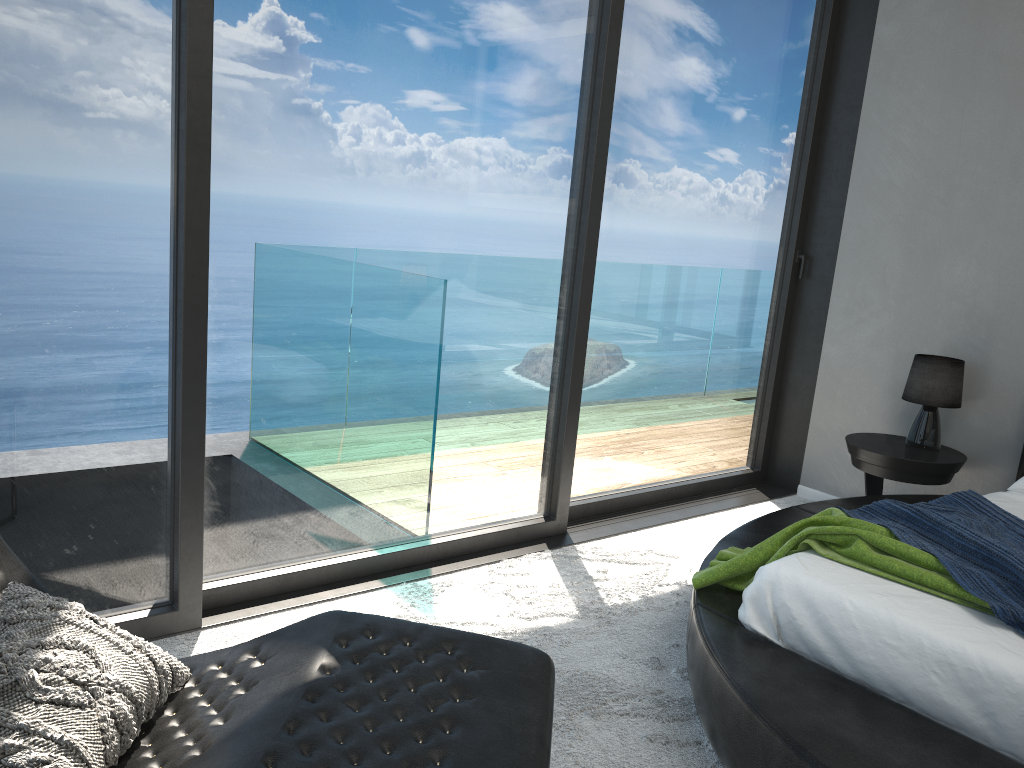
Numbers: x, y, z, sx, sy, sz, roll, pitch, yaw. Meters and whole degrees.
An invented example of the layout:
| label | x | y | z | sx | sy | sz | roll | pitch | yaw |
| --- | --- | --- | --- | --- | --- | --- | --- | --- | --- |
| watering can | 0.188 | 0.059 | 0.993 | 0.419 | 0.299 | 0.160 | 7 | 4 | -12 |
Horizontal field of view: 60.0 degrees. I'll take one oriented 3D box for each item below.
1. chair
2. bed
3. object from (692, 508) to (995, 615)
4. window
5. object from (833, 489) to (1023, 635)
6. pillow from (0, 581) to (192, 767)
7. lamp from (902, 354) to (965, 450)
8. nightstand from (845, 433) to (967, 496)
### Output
| label | x | y | z | sx | sy | sz | roll | pitch | yaw |
| --- | --- | --- | --- | --- | --- | --- | --- | --- | --- |
| chair | -0.583 | 0.499 | 1.302 | 1.281 | 1.000 | 0.636 | 6 | 12 | 4 |
| bed | 1.796 | 0.576 | 2.229 | 2.615 | 0.938 | 2.745 | -4 | 14 | -40 |
| object | 1.421 | 0.672 | 1.947 | 0.645 | 0.344 | 2.294 | -4 | 14 | -40 |
| window | 2.690 | -0.692 | 3.255 | 9.715 | 3.198 | 3.583 | -4 | 14 | -40 |
| object | 1.239 | 0.701 | 2.016 | 0.685 | 0.570 | 2.144 | 6 | 11 | 1 |
| pillow | -0.713 | 0.480 | 1.314 | 0.313 | 0.200 | 0.440 | 5 | 11 | 1 |
| lamp | 1.839 | 0.082 | 3.893 | 0.241 | 0.402 | 0.219 | 9 | 12 | 18 |
| nightstand | 1.705 | 0.492 | 3.939 | 0.496 | 0.442 | 0.494 | -1 | 13 | -29 |
